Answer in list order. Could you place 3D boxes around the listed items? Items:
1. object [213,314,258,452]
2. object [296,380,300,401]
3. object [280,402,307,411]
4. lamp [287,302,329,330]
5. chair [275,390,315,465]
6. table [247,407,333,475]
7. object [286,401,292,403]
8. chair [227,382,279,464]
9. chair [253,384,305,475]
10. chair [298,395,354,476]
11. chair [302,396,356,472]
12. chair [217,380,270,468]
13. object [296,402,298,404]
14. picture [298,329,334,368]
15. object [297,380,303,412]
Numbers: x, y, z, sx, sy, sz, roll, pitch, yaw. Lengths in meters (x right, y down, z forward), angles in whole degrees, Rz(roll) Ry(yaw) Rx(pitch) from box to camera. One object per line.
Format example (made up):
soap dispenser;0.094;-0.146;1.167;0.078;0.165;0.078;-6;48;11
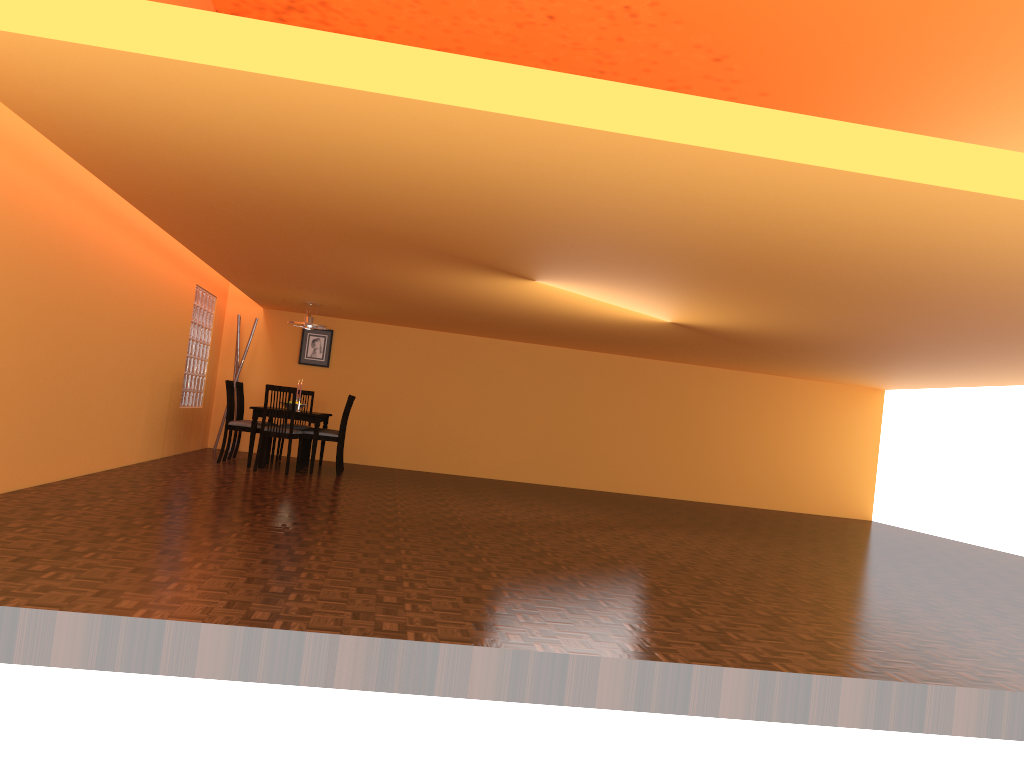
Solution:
object;-3.174;-0.002;10.225;0.308;1.589;0.226;6;-3;14
object;-2.241;0.113;9.247;0.044;0.326;0.044;8;-3;-19
object;-2.215;0.231;8.964;0.337;0.072;0.337;9;-3;-41
lamp;-2.138;-0.715;9.364;0.435;0.274;0.435;6;-3;15
chair;-2.355;0.464;9.727;0.373;0.809;0.465;7;-2;-13
table;-2.247;0.559;8.993;0.697;0.584;1.259;7;-2;-8
object;-2.239;0.212;8.934;0.089;0.076;0.087;7;-2;-1
chair;-2.680;0.405;9.235;0.465;0.809;0.373;7;-2;-8
chair;-2.162;0.425;8.277;0.373;0.809;0.465;7;-2;-3
chair;-1.848;0.484;8.765;0.465;0.809;0.373;7;-2;-8
chair;-1.927;0.499;9.336;0.465;0.809;0.373;7;-2;-8
chair;-2.601;0.390;8.664;0.465;0.809;0.373;7;-2;-8
object;-2.158;0.200;8.886;0.046;0.046;0.055;8;-3;-25
picture;-2.344;-0.442;10.605;0.361;0.456;0.014;7;-2;-8
object;-2.084;0.109;8.722;0.044;0.326;0.044;8;-3;-19
